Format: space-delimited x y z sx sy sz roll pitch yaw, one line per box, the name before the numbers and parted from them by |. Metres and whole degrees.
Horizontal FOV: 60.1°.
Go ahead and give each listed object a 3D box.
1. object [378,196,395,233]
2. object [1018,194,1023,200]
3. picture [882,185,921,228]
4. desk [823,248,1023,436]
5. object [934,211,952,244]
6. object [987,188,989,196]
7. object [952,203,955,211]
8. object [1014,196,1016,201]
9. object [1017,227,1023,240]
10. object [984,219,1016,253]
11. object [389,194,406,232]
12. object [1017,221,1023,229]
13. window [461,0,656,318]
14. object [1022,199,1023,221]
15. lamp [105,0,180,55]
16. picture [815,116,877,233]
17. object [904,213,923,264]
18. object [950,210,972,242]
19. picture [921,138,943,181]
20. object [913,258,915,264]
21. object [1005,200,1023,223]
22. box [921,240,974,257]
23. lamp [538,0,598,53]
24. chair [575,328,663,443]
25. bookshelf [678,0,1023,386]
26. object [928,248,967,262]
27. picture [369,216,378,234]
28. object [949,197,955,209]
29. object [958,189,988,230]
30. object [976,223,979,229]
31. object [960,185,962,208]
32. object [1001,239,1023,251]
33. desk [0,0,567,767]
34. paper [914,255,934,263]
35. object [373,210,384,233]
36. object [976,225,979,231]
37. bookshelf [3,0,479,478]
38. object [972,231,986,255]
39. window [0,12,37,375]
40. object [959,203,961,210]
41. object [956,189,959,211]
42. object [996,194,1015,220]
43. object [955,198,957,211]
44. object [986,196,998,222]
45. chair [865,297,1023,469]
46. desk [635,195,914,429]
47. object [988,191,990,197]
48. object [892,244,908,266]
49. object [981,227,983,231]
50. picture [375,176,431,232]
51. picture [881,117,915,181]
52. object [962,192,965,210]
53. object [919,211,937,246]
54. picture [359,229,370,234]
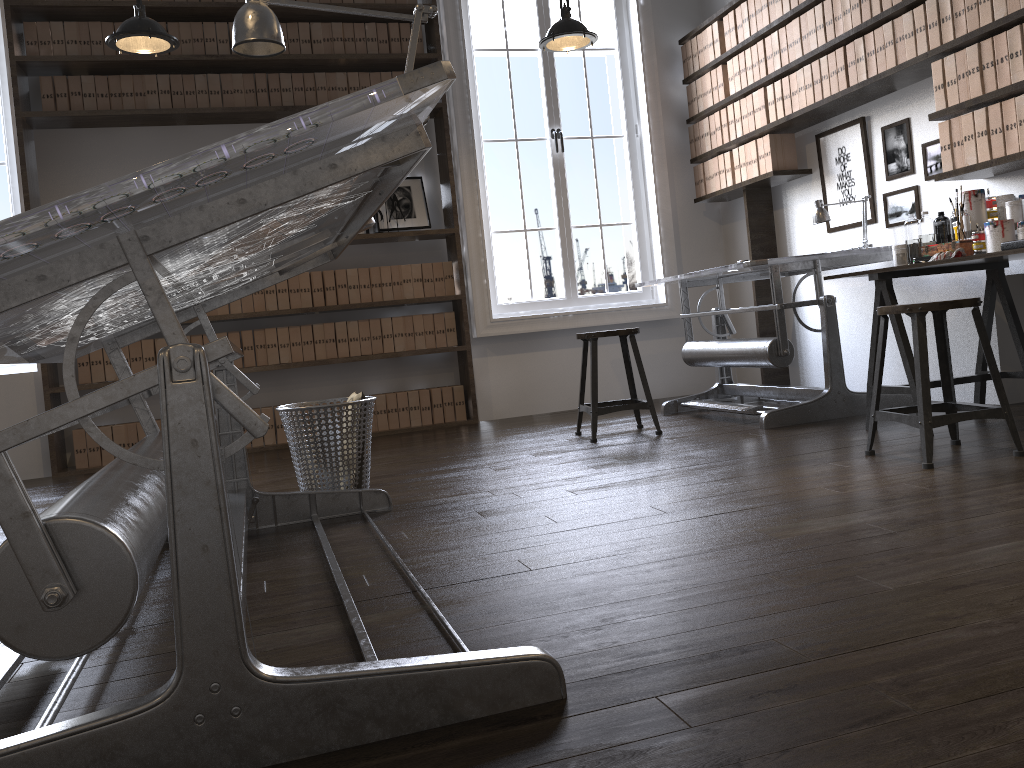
object | -0.795 -1.093 5.589 0.118 0.304 0.040 -6 0 -16
object | 2.178 -0.733 3.704 0.094 0.128 0.095 -5 1 14
picture | 2.011 -0.910 4.562 0.023 0.183 0.251 -6 2 -16
desk | 1.930 -0.146 3.133 0.656 0.669 1.668 -6 3 -16
object | 1.880 -0.636 3.860 0.068 0.229 0.069 -6 1 -19
object | 2.113 -0.777 3.929 0.034 0.184 0.005 -6 0 -23
object | 1.843 -0.673 3.666 0.037 0.153 0.005 -6 0 -21
object | 2.156 -0.749 3.853 0.071 0.129 0.071 -5 1 31
object | 1.962 -0.549 3.374 0.061 0.094 0.062 -5 1 24
object | 1.916 -0.569 3.475 0.104 0.141 0.105 -6 1 -24
object | -0.735 -1.080 5.635 0.111 0.262 0.040 -6 0 -16
object | 2.033 -0.574 3.460 0.094 0.128 0.095 -6 1 -12
window | 0.298 -1.613 5.985 1.246 2.309 0.153 -6 0 -16
object | 2.110 -0.707 3.598 0.063 0.093 0.062 -6 1 -31
lamp | -1.782 -2.655 4.006 0.313 2.252 0.310 -6 0 -37
picture | 1.863 -1.155 4.949 0.040 0.574 0.415 -6 1 -16
object | 1.731 -0.619 3.816 0.068 0.229 0.069 -6 1 -19
object | 1.990 -0.676 3.653 0.344 0.146 0.077 -5 1 6
picture | 2.078 -1.093 4.265 0.023 0.183 0.251 -6 2 -16
object | 1.729 -0.519 3.760 0.049 0.037 0.049 -6 2 -20
object | 2.077 -0.708 3.660 0.062 0.094 0.062 -6 1 -31
box | 1.840 -0.551 3.694 0.138 0.083 0.212 -6 3 -16
lamp | 0.180 -2.884 4.582 0.313 2.252 0.310 -6 0 -37
chair | 0.499 -0.002 4.381 0.358 0.528 0.372 -6 1 -8
bookshelf | 2.766 -0.704 1.743 0.374 3.204 9.176 -6 3 -16
object | 1.717 -0.506 3.503 0.132 0.050 0.197 -5 3 13
picture | -1.097 -1.095 5.671 0.434 0.361 0.095 -6 1 -16
object | 1.849 -0.687 3.674 0.008 0.186 0.071 -6 1 -15
object | 2.011 -0.754 3.864 0.108 0.177 0.106 -6 1 -15
object | 1.902 -0.582 3.594 0.005 0.147 0.033 -6 0 -15
object | 1.863 -0.708 3.667 0.021 0.228 0.007 -6 0 -5
object | 1.863 -0.474 2.835 0.312 0.033 0.445 -7 3 -16
desk | -0.691 -0.192 2.136 1.078 1.385 2.279 -6 2 -16
paper | 1.701 -0.508 3.635 0.138 0.038 0.155 -8 4 -31
object | -0.836 -1.016 5.538 0.066 0.165 0.040 -6 1 -16
object | 1.900 -0.582 3.584 0.005 0.130 0.040 -6 1 -14
bookshelf | -1.563 -0.747 5.494 2.477 3.722 0.412 -6 0 -16
object | 1.862 -0.553 3.528 0.049 0.112 0.049 -6 1 -20
window | -3.518 -1.166 4.981 1.485 2.496 0.153 -6 0 -16
object | 1.862 -0.670 3.659 0.005 0.152 0.044 -5 1 43
object | 1.842 -0.698 3.656 0.007 0.214 0.055 -6 0 19
object | 2.113 -0.742 3.786 0.070 0.130 0.070 -5 1 22
object | 1.843 -0.683 3.677 0.022 0.180 0.005 -6 0 7
object | 2.091 -0.744 3.853 0.051 0.139 0.050 -6 1 -19
chair | 1.421 -0.013 2.975 0.358 0.528 0.372 -6 1 -8
desk | 1.419 -0.404 4.691 1.072 1.097 1.268 -6 2 -16
object | 2.106 -0.777 3.921 0.041 0.162 0.005 -6 0 -24
object | 1.705 -0.557 3.879 0.068 0.104 0.068 -6 1 -12
object | 1.921 -0.581 3.591 0.005 0.124 0.040 -6 1 -13
picture | -0.724 -1.172 5.752 0.343 0.364 0.160 -6 1 -16
picture | 1.985 -1.202 4.551 0.022 0.284 0.201 -6 1 -17
object | 1.858 -0.693 3.656 0.006 0.193 0.055 -6 1 -17
object | 1.799 -0.630 3.836 0.068 0.237 0.069 -6 1 -19
picture | -1.070 -1.061 5.635 0.290 0.290 0.127 -6 1 -16
